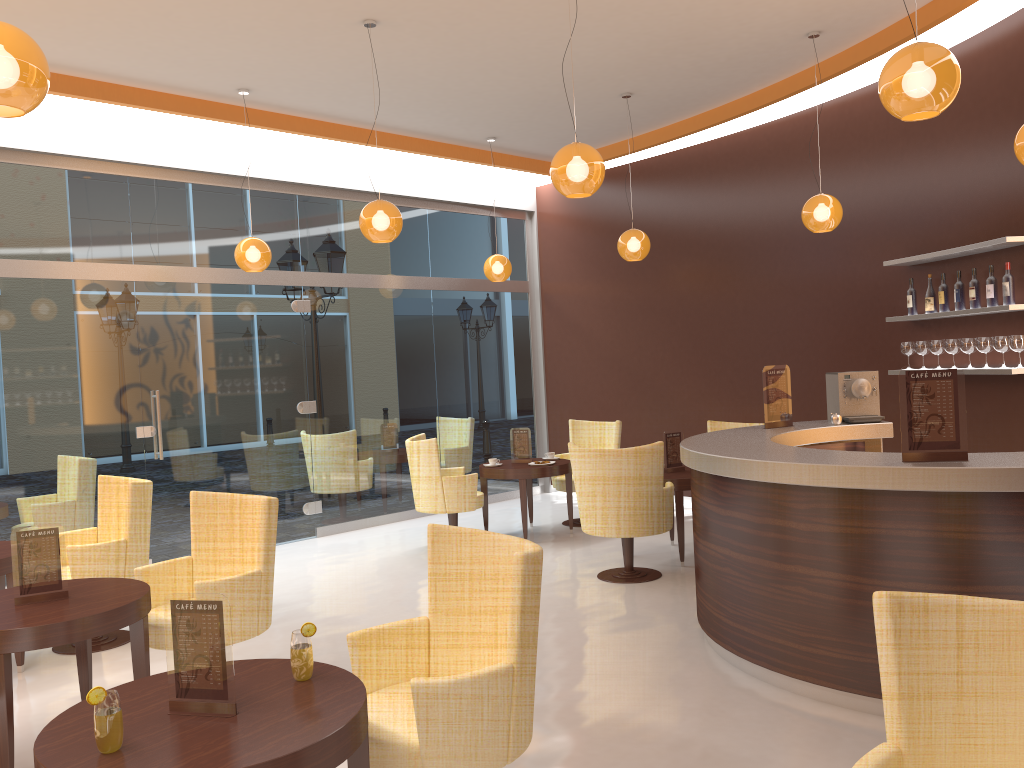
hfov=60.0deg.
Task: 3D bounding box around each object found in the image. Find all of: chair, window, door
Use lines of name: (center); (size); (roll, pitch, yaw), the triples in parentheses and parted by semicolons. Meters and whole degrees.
chair: (-0.228, 1.043, 3.026); (0.685, 1.017, 0.729); (-4, 1, -27)
chair: (-1.528, 1.082, 4.487); (0.729, 1.017, 0.685); (-2, 2, 43)
chair: (1.926, 0.839, 7.694); (0.685, 1.017, 0.729); (-4, 1, -37)
window: (-2.625, -0.176, 8.213); (8.200, 3.380, 0.040); (-4, 2, -44)
chair: (-2.614, 1.118, 5.606); (0.685, 1.017, 0.729); (-4, 1, -41)
chair: (1.079, 0.998, 1.803); (0.729, 1.017, 0.685); (-2, 2, 43)
door: (-2.598, 0.322, 8.223); (1.640, 2.499, 0.020); (-4, 2, -44)
chair: (-0.597, 0.964, 8.033); (0.685, 1.017, 0.729); (-3, 1, -12)
chair: (0.754, 0.877, 8.886); (0.685, 1.017, 0.729); (-4, 1, -41)
chair: (0.820, 0.919, 6.541); (0.729, 1.017, 0.685); (-3, 1, 24)

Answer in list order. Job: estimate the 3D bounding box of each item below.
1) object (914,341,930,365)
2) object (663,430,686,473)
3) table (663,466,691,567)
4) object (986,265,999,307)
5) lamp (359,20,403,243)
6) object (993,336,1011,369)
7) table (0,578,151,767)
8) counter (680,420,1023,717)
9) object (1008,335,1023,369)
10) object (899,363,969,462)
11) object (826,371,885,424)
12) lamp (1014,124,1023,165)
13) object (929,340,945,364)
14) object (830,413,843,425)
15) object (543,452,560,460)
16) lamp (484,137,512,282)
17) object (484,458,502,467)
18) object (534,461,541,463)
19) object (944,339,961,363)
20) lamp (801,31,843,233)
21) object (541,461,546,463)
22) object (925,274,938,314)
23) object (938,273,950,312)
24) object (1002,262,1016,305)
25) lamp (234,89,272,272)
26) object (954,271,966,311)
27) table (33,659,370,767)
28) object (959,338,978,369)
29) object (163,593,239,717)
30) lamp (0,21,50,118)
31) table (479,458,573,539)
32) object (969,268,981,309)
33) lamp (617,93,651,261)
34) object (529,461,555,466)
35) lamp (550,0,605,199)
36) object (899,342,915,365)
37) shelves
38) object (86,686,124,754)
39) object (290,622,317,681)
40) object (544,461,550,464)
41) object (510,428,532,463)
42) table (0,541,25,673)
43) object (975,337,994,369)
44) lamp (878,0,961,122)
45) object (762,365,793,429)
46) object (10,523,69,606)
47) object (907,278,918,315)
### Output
object: (3.198, -0.224, 6.900); (0.125, 0.221, 0.125); (-3, 1, -19)
object: (1.309, 0.543, 7.169); (0.209, 0.335, 0.042); (-4, 1, -30)
table: (1.323, 1.050, 7.189); (0.872, 0.679, 0.874); (-3, 1, 2)
object: (3.335, -0.677, 6.161); (0.073, 0.297, 0.073); (-2, 2, 43)
lamp: (-0.932, -1.726, 6.074); (0.299, 1.500, 0.299); (-4, 1, -33)
object: (3.374, -0.217, 6.091); (0.125, 0.221, 0.125); (-3, 1, -19)
table: (-2.033, 1.290, 3.883); (0.872, 0.679, 0.874); (-3, 1, -8)
counter: (1.771, 0.860, 4.906); (1.586, 1.100, 2.917); (-3, 1, 1)
object: (3.389, -0.215, 5.922); (0.125, 0.221, 0.125); (-3, 1, -19)
object: (1.795, 0.122, 3.782); (0.258, 0.414, 0.052); (-3, 1, 15)
object: (2.339, 0.087, 6.031); (0.270, 0.340, 0.373); (-3, 1, 1)
lamp: (2.792, -1.894, 4.677); (0.299, 1.500, 0.299); (-4, 1, -26)
object: (3.240, -0.223, 6.742); (0.125, 0.221, 0.125); (-3, 1, -19)
object: (2.148, 0.232, 5.871); (0.075, 0.077, 0.075); (-3, 1, 15)
object: (0.378, 0.698, 8.573); (0.153, 0.069, 0.153); (-3, 1, -22)
lamp: (-0.182, -1.828, 9.316); (0.299, 1.500, 0.299); (-3, 1, 13)
object: (-0.179, 0.733, 8.266); (0.153, 0.069, 0.153); (-4, 2, -44)
object: (0.230, 0.723, 8.200); (0.055, 0.016, 0.052); (-2, 2, 45)
object: (3.277, -0.222, 6.583); (0.125, 0.221, 0.125); (-3, 1, -19)
lamp: (2.326, -1.909, 6.734); (0.299, 1.500, 0.299); (-2, 1, 24)
object: (0.300, 0.723, 8.238); (0.054, 0.018, 0.051); (-2, 2, 44)
object: (3.210, -0.688, 6.795); (0.086, 0.303, 0.086); (-2, 1, 25)
object: (3.242, -0.681, 6.655); (0.073, 0.297, 0.073); (-3, 1, 15)
object: (3.359, -0.675, 5.998); (0.073, 0.297, 0.073); (-4, 1, -34)
lamp: (-2.186, -1.685, 7.365); (0.299, 1.500, 0.299); (-3, 1, 20)
object: (3.278, -0.680, 6.493); (0.073, 0.297, 0.073); (-4, 1, -34)
table: (-0.833, 1.254, 2.498); (0.872, 0.679, 0.874); (-3, 1, -13)
object: (3.313, -0.221, 6.424); (0.125, 0.221, 0.125); (-3, 1, -19)
object: (-0.187, 0.726, 1.809); (2.090, 0.335, 0.187); (-2, 2, 42)
lamp: (-1.681, -1.623, 2.833); (0.299, 1.500, 0.299); (-3, 1, -19)
table: (0.142, 1.088, 8.391); (0.872, 0.679, 0.874); (-3, 1, 2)
object: (3.306, -0.678, 6.334); (0.073, 0.297, 0.073); (-4, 1, -34)
lamp: (1.072, -1.869, 8.025); (0.299, 1.500, 0.299); (-3, 1, 24)
object: (0.276, 0.736, 8.192); (0.234, 0.020, 0.234); (-3, 1, 17)
lamp: (0.322, -1.766, 4.784); (0.299, 1.500, 0.299); (-3, 1, 24)
object: (3.152, -0.224, 7.052); (0.125, 0.221, 0.125); (-3, 1, -19)
shelves: (3.158, -0.488, 4.788); (0.586, 0.902, 4.744); (-3, 1, 3)
object: (-1.022, 0.844, 2.242); (0.067, 0.171, 0.072); (-3, 1, 3)
object: (-0.640, 0.815, 2.704); (0.067, 0.171, 0.072); (-2, 1, 28)
object: (0.325, 0.725, 8.199); (0.052, 0.018, 0.055); (-3, 1, -20)
object: (0.086, 0.583, 8.412); (0.209, 0.335, 0.042); (-3, 1, 21)
table: (-3.226, 1.329, 5.111); (0.872, 0.679, 0.874); (-3, 1, 2)
object: (3.344, -0.219, 6.258); (0.125, 0.221, 0.125); (-3, 1, -19)
lamp: (1.576, -1.807, 3.493); (0.299, 1.500, 0.299); (-4, 1, -26)
object: (1.768, 0.082, 5.906); (0.258, 0.414, 0.052); (-4, 1, -30)
object: (-2.067, 0.784, 3.880); (0.209, 0.335, 0.042); (-4, 1, -26)
object: (3.143, -0.682, 6.966); (0.073, 0.297, 0.073); (-4, 1, -34)
